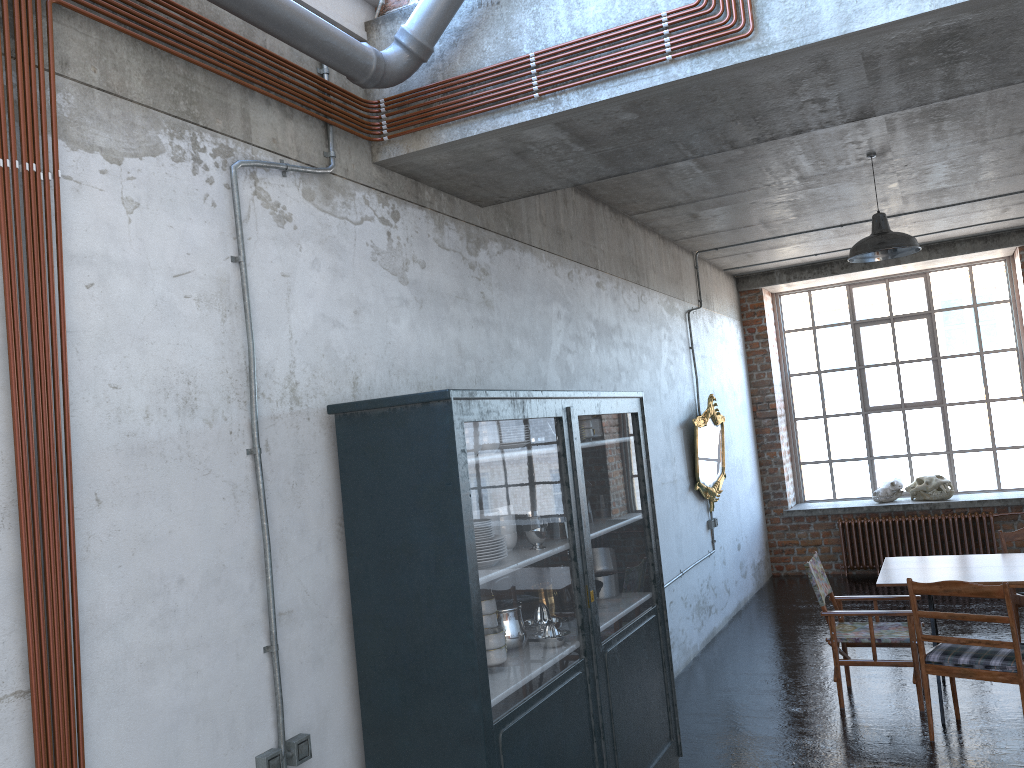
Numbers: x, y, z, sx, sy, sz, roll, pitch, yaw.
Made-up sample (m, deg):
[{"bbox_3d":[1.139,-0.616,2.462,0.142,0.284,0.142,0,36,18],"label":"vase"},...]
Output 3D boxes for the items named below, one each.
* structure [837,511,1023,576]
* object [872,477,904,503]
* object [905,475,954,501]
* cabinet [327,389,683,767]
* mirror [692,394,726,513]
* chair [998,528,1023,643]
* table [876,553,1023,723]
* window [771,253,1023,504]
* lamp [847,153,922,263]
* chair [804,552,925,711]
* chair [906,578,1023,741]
[{"bbox_3d":[6.414,1.709,9.798,5.349,0.713,0.232,-7,-4,26],"label":"structure"},{"bbox_3d":[4.711,1.334,11.108,0.575,0.281,0.281,-3,-4,-38],"label":"object"},{"bbox_3d":[5.083,1.269,10.857,0.418,0.305,0.625,-6,-4,0],"label":"object"},{"bbox_3d":[0.149,1.204,4.421,0.572,2.297,2.386,-7,-4,26],"label":"cabinet"},{"bbox_3d":[2.017,0.692,8.922,0.172,1.182,1.339,-7,-4,26],"label":"mirror"},{"bbox_3d":[4.178,1.612,6.720,0.573,1.028,0.509,-5,-4,-10],"label":"chair"},{"bbox_3d":[4.071,1.597,5.628,3.112,0.917,1.067,-7,-4,26],"label":"table"},{"bbox_3d":[10.659,0.953,9.037,19.864,12.900,0.747,-7,-4,26],"label":"window"},{"bbox_3d":[2.669,-1.380,6.494,0.502,0.891,0.502,-8,-4,30],"label":"lamp"},{"bbox_3d":[2.544,1.739,6.327,0.713,1.031,0.574,-7,-4,26],"label":"chair"},{"bbox_3d":[2.852,1.664,5.396,0.509,1.028,0.573,-2,-5,-45],"label":"chair"}]
